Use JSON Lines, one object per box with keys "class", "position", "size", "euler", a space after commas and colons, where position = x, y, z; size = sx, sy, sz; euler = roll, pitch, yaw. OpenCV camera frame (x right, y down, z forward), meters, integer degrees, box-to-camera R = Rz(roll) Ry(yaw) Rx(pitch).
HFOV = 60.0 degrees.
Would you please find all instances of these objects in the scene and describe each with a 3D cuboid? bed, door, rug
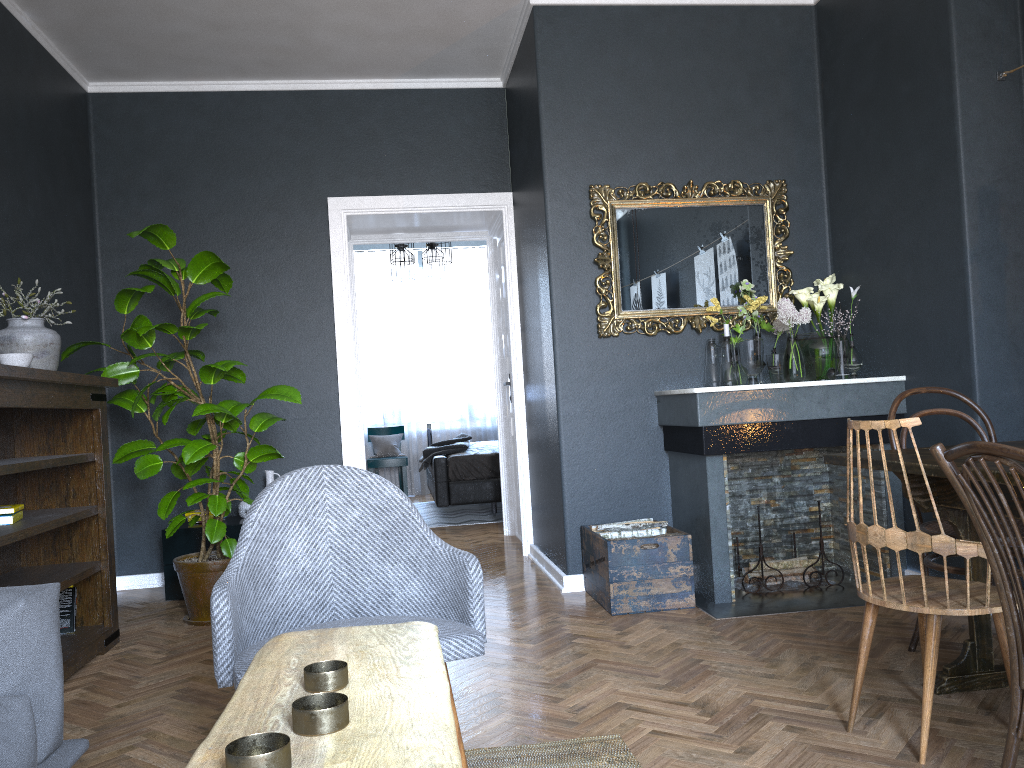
{"class": "bed", "position": [0.294, 0.554, 8.368], "size": [2.375, 1.161, 2.266], "euler": [-3, -1, -8]}
{"class": "door", "position": [0.052, -0.005, 6.057], "size": [0.162, 2.186, 0.857], "euler": [-3, -1, -8]}
{"class": "rug", "position": [-0.064, 0.981, 1.429], "size": [1.003, 0.013, 2.012], "euler": [-3, -1, -8]}
{"class": "rug", "position": [-0.175, 1.161, 8.263], "size": [1.458, 0.013, 2.046], "euler": [-3, -1, -8]}

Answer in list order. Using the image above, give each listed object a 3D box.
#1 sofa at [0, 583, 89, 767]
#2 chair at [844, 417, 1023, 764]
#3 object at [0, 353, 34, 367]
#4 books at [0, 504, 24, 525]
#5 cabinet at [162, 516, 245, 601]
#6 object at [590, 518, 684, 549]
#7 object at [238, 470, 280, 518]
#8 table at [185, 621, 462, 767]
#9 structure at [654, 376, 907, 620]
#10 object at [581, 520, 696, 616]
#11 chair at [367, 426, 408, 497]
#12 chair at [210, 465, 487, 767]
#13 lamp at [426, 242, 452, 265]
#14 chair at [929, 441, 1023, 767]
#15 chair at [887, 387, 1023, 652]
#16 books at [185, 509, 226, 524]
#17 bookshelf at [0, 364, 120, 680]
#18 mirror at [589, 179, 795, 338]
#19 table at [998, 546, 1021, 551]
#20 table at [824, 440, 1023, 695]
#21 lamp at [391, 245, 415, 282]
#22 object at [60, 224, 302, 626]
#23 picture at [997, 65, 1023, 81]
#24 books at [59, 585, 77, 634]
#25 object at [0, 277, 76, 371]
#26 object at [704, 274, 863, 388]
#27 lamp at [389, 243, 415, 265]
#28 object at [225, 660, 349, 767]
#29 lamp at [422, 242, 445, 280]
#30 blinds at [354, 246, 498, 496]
{"class": "sofa", "position": [-1.303, 0.643, 0.924], "size": [0.970, 0.798, 2.341], "euler": [-3, -1, -8]}
{"class": "chair", "position": [1.109, 0.510, 2.372], "size": [0.383, 0.856, 0.456], "euler": [-3, -1, -23]}
{"class": "object", "position": [-1.871, -0.090, 3.206], "size": [0.255, 0.104, 0.118], "euler": [-2, -2, -42]}
{"class": "books", "position": [-1.915, 0.518, 3.353], "size": [0.174, 0.113, 0.197], "euler": [-3, -1, -19]}
{"class": "cabinet", "position": [-1.581, 0.969, 5.033], "size": [0.650, 0.390, 0.456], "euler": [-3, -1, -8]}
{"class": "object", "position": [0.576, 0.770, 4.160], "size": [0.370, 0.247, 0.533], "euler": [-3, -1, -7]}
{"class": "object", "position": [-1.476, 0.634, 5.085], "size": [0.228, 0.268, 0.228], "euler": [-4, -1, 26]}
{"class": "table", "position": [-0.233, 0.714, 1.275], "size": [0.339, 0.550, 0.788], "euler": [-3, -1, -8]}
{"class": "structure", "position": [1.293, 0.487, 4.178], "size": [1.065, 0.981, 0.834], "euler": [-3, -1, -8]}
{"class": "object", "position": [0.577, 0.847, 4.158], "size": [0.383, 0.326, 0.552], "euler": [-3, -1, -8]}
{"class": "chair", "position": [-1.347, 0.864, 9.617], "size": [0.435, 0.798, 0.592], "euler": [-3, -1, -8]}
{"class": "chair", "position": [-0.419, 0.614, 2.192], "size": [0.645, 0.811, 0.495], "euler": [-3, -1, -29]}
{"class": "lamp", "position": [-0.657, -1.443, 7.794], "size": [0.210, 0.769, 0.210], "euler": [-4, -1, 6]}
{"class": "chair", "position": [1.141, 0.505, 1.717], "size": [0.467, 0.820, 0.363], "euler": [-3, -1, -8]}
{"class": "chair", "position": [1.567, 0.461, 2.966], "size": [0.438, 0.920, 0.549], "euler": [-3, -1, -5]}
{"class": "books", "position": [-1.740, 0.751, 5.048], "size": [0.214, 0.066, 0.162], "euler": [-3, -1, -12]}
{"class": "bookshelf", "position": [-1.833, 0.542, 3.003], "size": [0.451, 1.172, 1.919], "euler": [-3, -1, -8]}
{"class": "mirror", "position": [0.928, -0.647, 4.520], "size": [1.056, 0.784, 0.067], "euler": [-3, -1, -8]}
{"class": "table", "position": [1.994, 0.747, 3.280], "size": [0.364, 0.317, 0.369], "euler": [-3, -1, -8]}
{"class": "table", "position": [1.684, 0.530, 2.131], "size": [1.126, 0.727, 1.605], "euler": [-3, -1, -8]}
{"class": "lamp", "position": [-1.056, -1.385, 8.426], "size": [0.210, 0.804, 0.210], "euler": [-4, -1, 6]}
{"class": "object", "position": [-1.594, 0.203, 4.316], "size": [1.118, 1.898, 0.764], "euler": [-3, -1, -14]}
{"class": "picture", "position": [2.283, -0.950, 1.371], "size": [0.058, 0.771, 4.459], "euler": [-3, -1, -8]}
{"class": "books", "position": [-1.951, 0.972, 3.811], "size": [0.179, 0.193, 0.122], "euler": [-3, -1, -4]}
{"class": "object", "position": [-1.944, -0.231, 3.538], "size": [0.385, 0.412, 0.275], "euler": [-3, -1, -29]}
{"class": "object", "position": [1.338, -0.276, 4.359], "size": [0.727, 0.547, 0.474], "euler": [-3, -1, -5]}
{"class": "lamp", "position": [-1.011, -1.448, 8.040], "size": [0.210, 0.714, 0.210], "euler": [-4, -1, 6]}
{"class": "object", "position": [-0.259, 0.422, 1.141], "size": [0.103, 0.033, 0.369], "euler": [-4, -1, 3]}
{"class": "lamp", "position": [-0.791, -1.421, 8.772], "size": [0.210, 0.747, 0.210], "euler": [-4, -1, 6]}
{"class": "blinds", "position": [-0.910, -0.151, 10.108], "size": [3.992, 2.788, 0.312], "euler": [-3, -1, -8]}
